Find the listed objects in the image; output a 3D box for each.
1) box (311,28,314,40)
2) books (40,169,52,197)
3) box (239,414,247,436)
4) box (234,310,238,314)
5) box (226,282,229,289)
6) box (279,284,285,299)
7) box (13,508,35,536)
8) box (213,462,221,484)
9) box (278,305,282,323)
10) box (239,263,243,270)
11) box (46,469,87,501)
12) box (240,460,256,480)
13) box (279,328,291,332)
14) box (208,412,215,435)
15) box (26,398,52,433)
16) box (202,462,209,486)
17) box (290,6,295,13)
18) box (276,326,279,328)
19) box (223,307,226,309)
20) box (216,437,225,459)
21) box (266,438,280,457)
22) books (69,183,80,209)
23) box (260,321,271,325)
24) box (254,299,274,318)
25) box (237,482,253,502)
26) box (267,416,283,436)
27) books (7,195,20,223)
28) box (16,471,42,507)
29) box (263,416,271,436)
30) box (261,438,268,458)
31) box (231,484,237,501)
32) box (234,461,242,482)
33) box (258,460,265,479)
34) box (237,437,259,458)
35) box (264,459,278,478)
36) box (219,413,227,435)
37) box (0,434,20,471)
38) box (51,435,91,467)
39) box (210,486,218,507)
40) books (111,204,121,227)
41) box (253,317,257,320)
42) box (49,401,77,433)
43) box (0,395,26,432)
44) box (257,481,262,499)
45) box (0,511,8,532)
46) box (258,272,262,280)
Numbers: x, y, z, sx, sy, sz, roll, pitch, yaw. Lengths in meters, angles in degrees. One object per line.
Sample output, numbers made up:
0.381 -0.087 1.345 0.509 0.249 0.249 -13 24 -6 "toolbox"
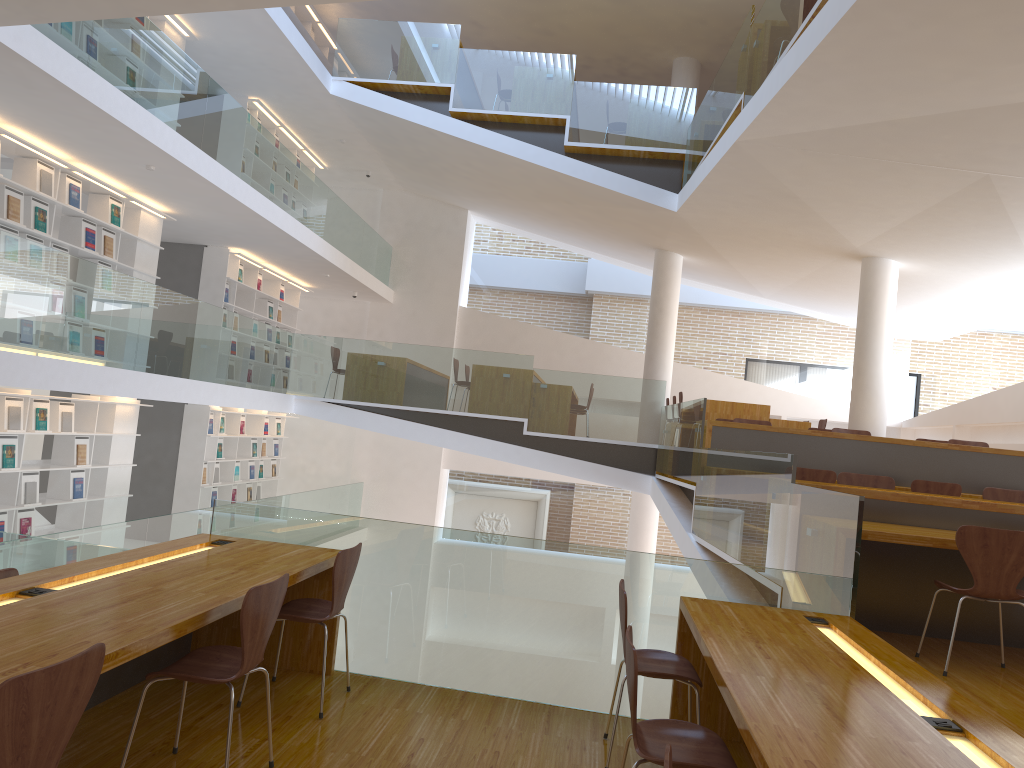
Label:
-3.228 -5.444 13.913 0.274 0.296 0.245 6 -3 6 "box"
-4.071 -1.753 7.753 0.037 0.210 0.145 6 -3 6 "books"
-3.944 0.576 12.660 0.274 0.296 0.245 6 -3 6 "box"
-3.870 -0.862 12.065 0.274 0.296 0.245 6 -3 6 "box"
-3.874 -1.213 11.704 0.274 0.296 0.245 6 -3 6 "box"
-3.644 -1.410 13.689 0.274 0.296 0.245 6 -3 6 "box"
-4.449 1.257 7.963 0.274 0.296 0.245 6 -3 6 "box"
-4.081 1.185 11.952 0.274 0.296 0.245 6 -3 6 "box"
-3.678 -1.084 13.671 0.274 0.296 0.245 6 -3 6 "box"
-3.803 -1.514 12.100 0.274 0.296 0.245 6 -3 6 "box"
-4.344 0.977 8.695 0.274 0.296 0.245 6 -3 6 "box"
-3.958 1.266 13.180 0.274 0.296 0.245 6 -3 6 "box"
-3.659 -0.724 14.174 0.274 0.296 0.245 6 -3 6 "box"
-4.051 0.511 11.616 0.274 0.296 0.245 6 -3 6 "box"
-4.347 0.278 8.027 0.274 0.296 0.245 6 -3 6 "box"
-4.118 1.160 11.579 0.274 0.296 0.245 6 -3 6 "box"
-3.317 -5.505 12.998 0.274 0.296 0.245 6 -3 6 "box"
-3.712 -0.758 13.643 0.274 0.296 0.245 6 -3 6 "box"
-3.907 -0.887 11.693 0.274 0.296 0.245 6 -3 6 "box"
-4.045 0.856 11.993 0.274 0.296 0.245 6 -3 6 "box"
-3.837 0.997 14.079 0.274 0.296 0.245 6 -3 6 "box"
-4.029 -1.727 8.170 0.037 0.210 0.145 6 -3 6 "books"
-3.747 -0.781 13.293 0.274 0.296 0.245 6 -3 6 "box"
-3.714 -1.107 13.311 0.274 0.296 0.245 6 -3 6 "box"
-3.991 1.593 13.175 0.274 0.296 0.245 6 -3 6 "box"
-3.803 0.671 14.097 0.274 0.296 0.245 6 -3 6 "box"
-4.144 -1.449 7.375 0.037 0.210 0.145 6 -3 6 "books"
-4.416 0.930 7.976 0.274 0.296 0.245 6 -3 6 "box"
-3.855 0.637 13.575 0.274 0.296 0.245 6 -3 6 "box"
-3.889 0.963 13.557 0.274 0.296 0.245 6 -3 6 "box"
-4.047 1.556 12.613 0.274 0.296 0.245 6 -3 6 "box"
-4.012 1.231 12.646 0.274 0.296 0.245 6 -3 6 "box"
-3.923 1.289 13.529 0.274 0.296 0.245 6 -3 6 "box"
-3.925 0.940 13.198 0.274 0.296 0.245 6 -3 6 "box"
-3.869 1.324 14.074 0.274 0.296 0.245 6 -3 6 "box"
-4.014 0.533 11.986 0.274 0.296 0.245 6 -3 6 "box"
-4.418 0.580 7.632 0.274 0.296 0.245 6 -3 6 "box"
-4.310 0.651 8.711 0.274 0.296 0.245 6 -3 6 "box"
-4.111 1.514 11.972 0.274 0.296 0.245 6 -3 6 "box"
-3.960 -1.679 8.866 0.037 0.210 0.145 6 -3 6 "books"
-3.801 -0.816 12.759 0.274 0.296 0.245 6 -3 6 "box"
-4.822 1.812 4.899 0.498 3.764 7.125 6 -3 6 "box"
-4.384 0.254 7.657 0.274 0.296 0.245 6 -3 6 "box"
-3.955 1.617 13.530 0.274 0.296 0.245 6 -3 6 "box"
-4.486 1.233 7.591 0.274 0.296 0.245 6 -3 6 "box"
-3.733 -1.471 12.773 0.274 0.296 0.245 6 -3 6 "box"
